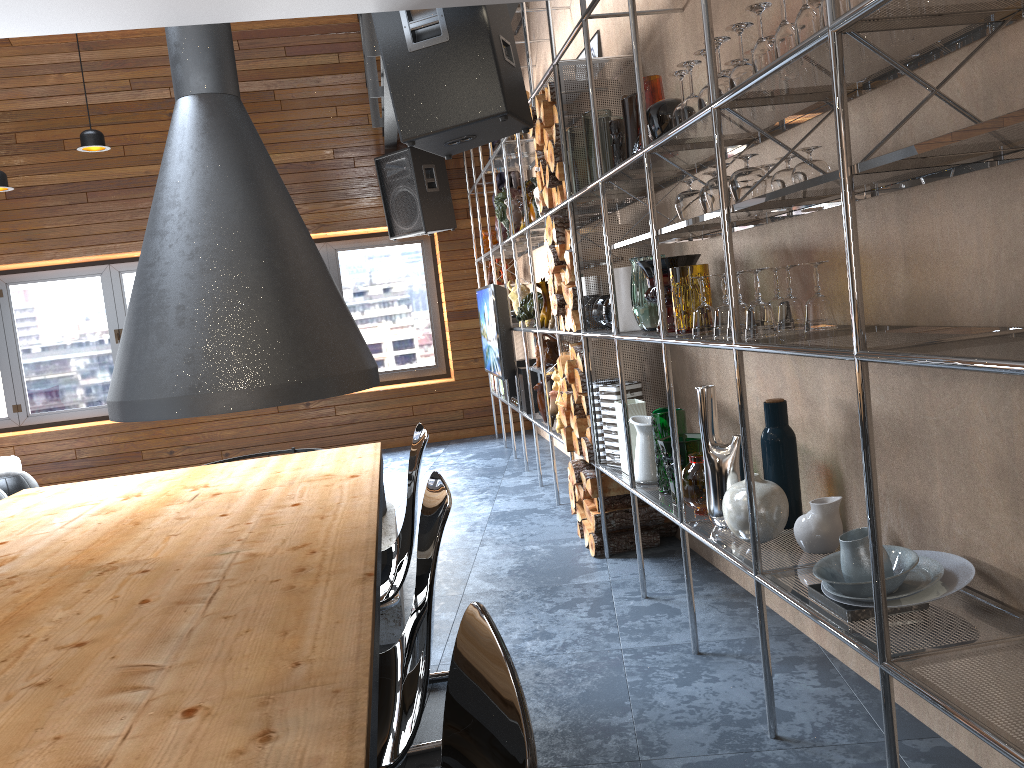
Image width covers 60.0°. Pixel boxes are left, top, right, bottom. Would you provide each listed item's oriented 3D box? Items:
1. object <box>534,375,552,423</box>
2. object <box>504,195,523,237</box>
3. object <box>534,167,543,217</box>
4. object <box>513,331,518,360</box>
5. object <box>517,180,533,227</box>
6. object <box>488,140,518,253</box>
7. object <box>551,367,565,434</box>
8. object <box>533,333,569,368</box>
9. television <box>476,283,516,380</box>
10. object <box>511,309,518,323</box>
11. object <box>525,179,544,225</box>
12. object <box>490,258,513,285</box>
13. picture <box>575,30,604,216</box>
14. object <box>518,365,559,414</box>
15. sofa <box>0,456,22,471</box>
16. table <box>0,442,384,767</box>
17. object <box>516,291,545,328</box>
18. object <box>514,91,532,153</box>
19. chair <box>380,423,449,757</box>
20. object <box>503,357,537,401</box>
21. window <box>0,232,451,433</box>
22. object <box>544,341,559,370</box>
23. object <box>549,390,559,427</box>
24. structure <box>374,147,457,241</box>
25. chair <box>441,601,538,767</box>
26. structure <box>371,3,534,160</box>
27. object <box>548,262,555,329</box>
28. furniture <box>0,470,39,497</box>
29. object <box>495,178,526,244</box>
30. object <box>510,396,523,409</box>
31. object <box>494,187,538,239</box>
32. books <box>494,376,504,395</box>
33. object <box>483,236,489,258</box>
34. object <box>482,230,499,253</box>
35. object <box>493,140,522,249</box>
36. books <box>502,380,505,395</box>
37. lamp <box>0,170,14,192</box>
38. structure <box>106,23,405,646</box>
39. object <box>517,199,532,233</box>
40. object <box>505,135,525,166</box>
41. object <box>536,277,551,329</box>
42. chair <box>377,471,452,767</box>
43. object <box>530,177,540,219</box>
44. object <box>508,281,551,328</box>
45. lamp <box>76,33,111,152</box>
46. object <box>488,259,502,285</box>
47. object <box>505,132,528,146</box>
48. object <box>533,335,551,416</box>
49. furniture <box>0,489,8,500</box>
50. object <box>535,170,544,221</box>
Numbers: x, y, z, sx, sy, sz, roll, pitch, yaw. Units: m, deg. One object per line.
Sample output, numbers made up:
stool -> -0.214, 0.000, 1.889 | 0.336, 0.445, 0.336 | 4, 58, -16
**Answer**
object -> 0.257, 0.085, 5.356 | 0.249, 0.290, 0.114 | -5, 5, 18
object -> 0.049, -1.059, 5.601 | 0.164, 0.266, 0.237 | -6, 5, 9
object -> 0.265, -0.990, 4.458 | 0.314, 0.280, 0.151 | -7, 5, -9
object -> 0.017, -0.167, 7.050 | 0.112, 0.533, 0.112 | -7, 5, -7
object -> 0.184, -1.044, 5.148 | 0.290, 0.290, 0.097 | -7, 5, -9
object -> -0.100, -1.476, 6.952 | 0.244, 0.879, 0.244 | -5, 5, 21
object -> 0.359, 0.084, 4.770 | 0.170, 0.363, 0.375 | -11, 7, -42
object -> 0.245, -0.213, 5.362 | 0.217, 0.214, 0.108 | -5, 5, 17
television -> -0.119, -0.384, 6.340 | 0.115, 0.638, 1.075 | -7, 5, -7
object -> -0.056, -0.563, 7.450 | 0.320, 0.114, 0.404 | -7, 5, -7
object -> 0.187, -1.024, 4.979 | 0.227, 0.270, 0.123 | -7, 5, -7
object -> -0.085, -0.924, 7.307 | 0.060, 0.223, 0.267 | -3, 6, 38
picture -> 0.405, -1.312, 4.600 | 0.090, 0.863, 0.530 | -7, 5, -8
object -> 0.238, 0.025, 5.944 | 0.343, 0.303, 0.175 | -7, 5, -7
sofa -> -4.672, 0.863, 5.406 | 2.205, 0.693, 4.035 | -7, 5, -7
table -> -0.595, 0.750, 0.090 | 1.185, 0.927, 5.999 | -7, 5, -7
object -> 0.214, -0.456, 5.316 | 0.403, 0.221, 0.192 | -4, 6, 29
object -> 0.084, -1.751, 5.753 | 0.215, 0.458, 0.328 | -7, 5, -3
chair -> -0.437, 0.568, 2.520 | 0.599, 0.825, 0.527 | -7, 5, -7
object -> 0.112, -0.040, 6.837 | 0.343, 0.303, 0.175 | -7, 5, -7
window -> -3.529, -0.406, 7.997 | 5.936, 1.521, 0.101 | -7, 5, -7
object -> 0.257, -0.174, 5.139 | 0.105, 0.168, 0.210 | -3, 6, 33
object -> 0.292, 0.134, 5.124 | 0.119, 0.220, 0.212 | -4, 6, 26
structure -> -0.788, -1.600, 7.447 | 0.461, 0.735, 0.488 | -2, 7, 42
chair -> -0.196, 0.693, 0.811 | 0.599, 0.825, 0.527 | -7, 5, -7
structure -> -0.233, -1.314, 3.518 | 0.506, 0.744, 0.460 | -5, 5, 18
object -> 0.315, -0.520, 4.640 | 0.210, 0.451, 0.405 | -8, 5, -15
furniture -> -3.238, 0.788, 5.689 | 0.402, 0.462, 0.401 | -3, 6, 32
object -> -0.025, -1.194, 6.229 | 0.219, 0.440, 0.462 | -7, 5, -8
object -> 0.170, 0.117, 6.382 | 0.325, 0.058, 0.360 | -7, 5, -7
object -> 0.022, -1.121, 5.830 | 0.255, 0.356, 0.167 | -5, 5, 12
books -> -0.055, -0.034, 7.518 | 0.139, 0.208, 0.461 | -7, 5, -8
object -> -0.158, -1.179, 7.503 | 0.233, 0.209, 0.107 | -8, 5, -21
object -> -0.120, -1.161, 7.256 | 0.278, 0.222, 0.138 | -6, 5, 3
object -> -0.039, -1.438, 6.692 | 0.305, 0.840, 0.237 | -7, 5, -5
books -> -0.009, -0.009, 7.315 | 0.138, 0.185, 0.081 | -7, 5, -7
lamp -> -3.492, -2.221, 5.733 | 0.210, 1.911, 0.210 | -4, 6, 30
structure -> -1.401, -1.888, 3.682 | 1.197, 5.699, 1.689 | -7, 5, -7
object -> 0.173, -1.019, 5.322 | 0.272, 0.207, 0.137 | -7, 5, -4
object -> -0.016, -1.771, 6.193 | 0.207, 0.442, 0.328 | -8, 5, -14
object -> 0.269, -0.472, 5.059 | 0.290, 0.290, 0.097 | -9, 6, -27
chair -> -0.316, 0.630, 1.665 | 0.599, 0.825, 0.527 | -7, 5, -7
object -> 0.236, -1.002, 4.780 | 0.253, 0.249, 0.126 | -7, 5, -3
object -> 0.133, -0.524, 5.654 | 0.325, 0.309, 0.154 | -9, 5, -23
lamp -> -2.931, -2.373, 5.961 | 0.210, 1.565, 0.210 | -4, 6, 30
object -> -0.118, -0.942, 7.504 | 0.116, 0.229, 0.233 | -3, 6, 32
object -> -0.004, -1.623, 5.486 | 0.208, 0.280, 0.131 | -9, 5, -25
object -> 0.208, -0.068, 5.696 | 0.112, 0.533, 0.112 | -7, 5, -7
furniture -> -3.131, 0.822, 5.175 | 0.402, 0.462, 0.401 | -5, 5, 12
object -> 0.227, -1.040, 4.619 | 0.198, 0.358, 0.116 | -7, 5, 0
